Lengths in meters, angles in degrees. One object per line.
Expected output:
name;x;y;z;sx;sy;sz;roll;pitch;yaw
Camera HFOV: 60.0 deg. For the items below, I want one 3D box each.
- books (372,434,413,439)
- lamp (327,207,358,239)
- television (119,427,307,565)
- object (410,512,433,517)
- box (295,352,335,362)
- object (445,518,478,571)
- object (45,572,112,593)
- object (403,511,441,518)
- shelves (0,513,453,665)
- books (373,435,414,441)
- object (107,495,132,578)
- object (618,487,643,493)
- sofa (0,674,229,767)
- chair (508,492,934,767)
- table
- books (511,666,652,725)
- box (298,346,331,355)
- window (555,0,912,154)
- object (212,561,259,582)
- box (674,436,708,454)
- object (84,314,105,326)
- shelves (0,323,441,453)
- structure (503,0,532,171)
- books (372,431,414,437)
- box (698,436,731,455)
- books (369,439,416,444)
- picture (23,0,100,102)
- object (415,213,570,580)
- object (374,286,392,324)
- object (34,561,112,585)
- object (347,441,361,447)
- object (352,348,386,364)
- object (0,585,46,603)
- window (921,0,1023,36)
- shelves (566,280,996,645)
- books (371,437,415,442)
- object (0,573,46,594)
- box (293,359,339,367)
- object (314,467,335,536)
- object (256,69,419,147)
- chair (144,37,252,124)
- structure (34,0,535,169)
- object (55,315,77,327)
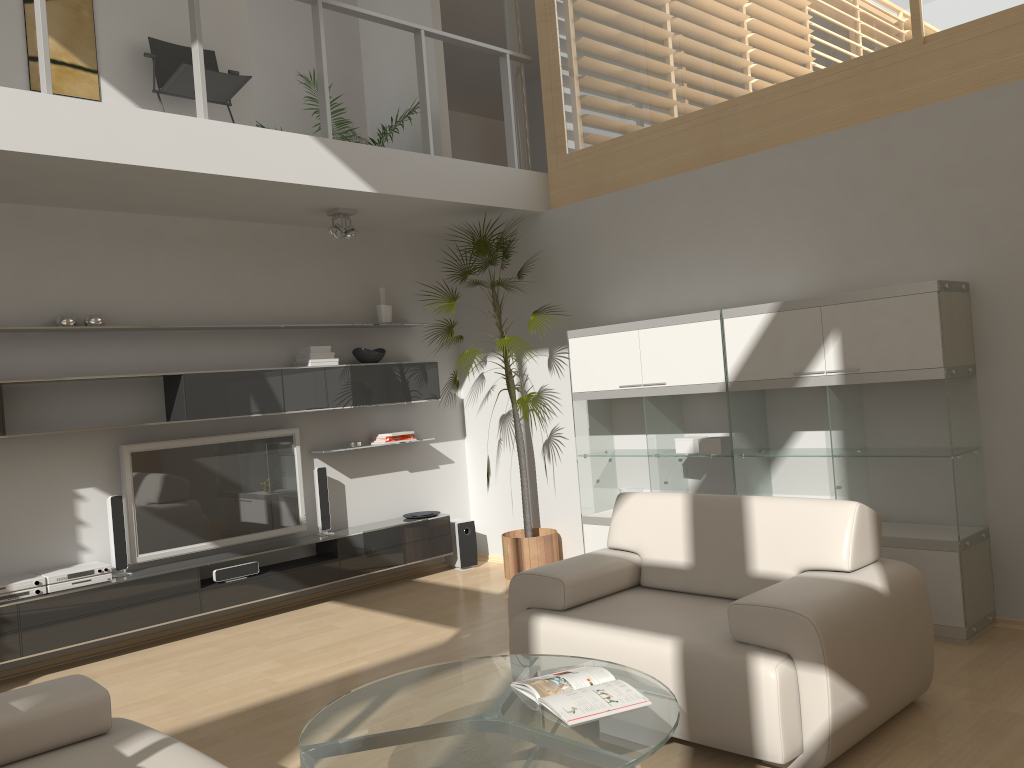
books;-0.914;0.399;6.784;0.254;0.015;0.190;-4;0;-42
lamp;-1.154;-1.087;6.048;0.214;0.195;0.150;-4;0;-44
television;-1.946;0.708;5.875;1.224;0.735;0.096;-4;0;-44
object;-0.701;1.016;6.883;0.178;0.020;0.178;-5;0;29
box;-1.406;-0.193;6.336;0.200;0.047;0.200;-4;0;-44
object;-0.416;1.283;7.101;0.150;0.374;0.275;-4;0;-33
object;-2.539;1.143;5.142;0.349;0.049;0.250;-4;0;-44
object;-0.700;1.019;6.883;0.294;0.020;0.294;-5;0;-4
shelves;-2.098;1.291;5.541;4.236;0.312;0.300;-4;0;-44
books;-0.905;0.413;6.787;0.190;0.015;0.254;-5;0;42
object;-2.379;0.914;5.353;0.116;0.483;0.111;-5;0;43
object;0.794;0.780;5.886;0.172;0.177;0.130;-5;0;36
sofa;-1.085;1.077;1.993;1.168;0.846;2.093;-4;0;-44
chair;0.816;0.933;3.807;1.165;0.846;1.562;-4;0;-44
table;-0.056;1.239;2.850;1.198;0.370;1.198;-4;0;-27
books;0.218;1.013;2.946;0.297;0.037;0.440;-4;0;-24
box;-1.409;-0.240;6.335;0.168;0.047;0.168;-4;0;-44
window;1.199;-2.877;5.683;0.020;2.200;2.525;-4;0;-44
object;-1.789;1.215;5.719;0.300;0.092;0.085;-4;0;-44
box;1.121;0.380;5.535;0.146;0.094;0.146;-4;0;-39
object;-2.510;-0.379;5.332;0.115;0.081;0.115;-5;0;27
shelves;-2.193;0.096;5.546;4.236;0.914;0.300;-4;0;-44
structure;0.008;-2.778;6.909;0.122;2.400;0.121;-5;0;-2
books;-0.908;0.382;6.772;0.230;0.017;0.227;-5;0;41
box;1.223;0.371;5.355;0.146;0.094;0.146;-5;0;36
books;-0.912;0.439;6.777;0.296;0.013;0.210;-4;0;-44
picture;-3.247;-2.615;4.956;1.684;1.800;0.010;-4;0;-44
object;0.533;0.052;6.057;2.706;2.668;0.983;-5;0;26
object;-0.985;-0.600;6.821;0.129;0.291;0.129;-5;0;18
object;-2.539;1.095;5.138;0.349;0.049;0.262;-4;0;-44
object;-1.170;0.448;6.568;0.106;0.035;0.105;-5;0;-8
object;-1.067;-0.209;6.652;0.223;0.125;0.317;-5;0;25
object;-2.790;1.162;4.892;0.349;0.049;0.262;-4;0;-44
window;2.993;-3.027;3.842;0.020;2.200;2.525;-4;0;-44
shelves;1.417;0.436;5.258;0.408;1.756;2.432;-4;0;-44
books;-0.910;0.427;6.779;0.268;0.011;0.190;-4;0;-42
object;-2.794;1.114;4.892;0.349;0.049;0.262;-4;0;-44
box;-1.400;-0.145;6.336;0.232;0.047;0.232;-4;0;-44
object;-1.354;0.836;6.347;0.111;0.483;0.116;-4;0;-37
object;-1.289;-2.004;7.252;1.491;1.069;1.331;-5;0;44
chair;-1.990;-1.834;5.674;0.628;0.825;0.537;-4;0;-44
structure;-1.763;-1.893;4.920;5.400;0.900;0.080;-4;0;-44
object;-2.645;-0.368;5.261;0.115;0.081;0.115;-5;0;27
